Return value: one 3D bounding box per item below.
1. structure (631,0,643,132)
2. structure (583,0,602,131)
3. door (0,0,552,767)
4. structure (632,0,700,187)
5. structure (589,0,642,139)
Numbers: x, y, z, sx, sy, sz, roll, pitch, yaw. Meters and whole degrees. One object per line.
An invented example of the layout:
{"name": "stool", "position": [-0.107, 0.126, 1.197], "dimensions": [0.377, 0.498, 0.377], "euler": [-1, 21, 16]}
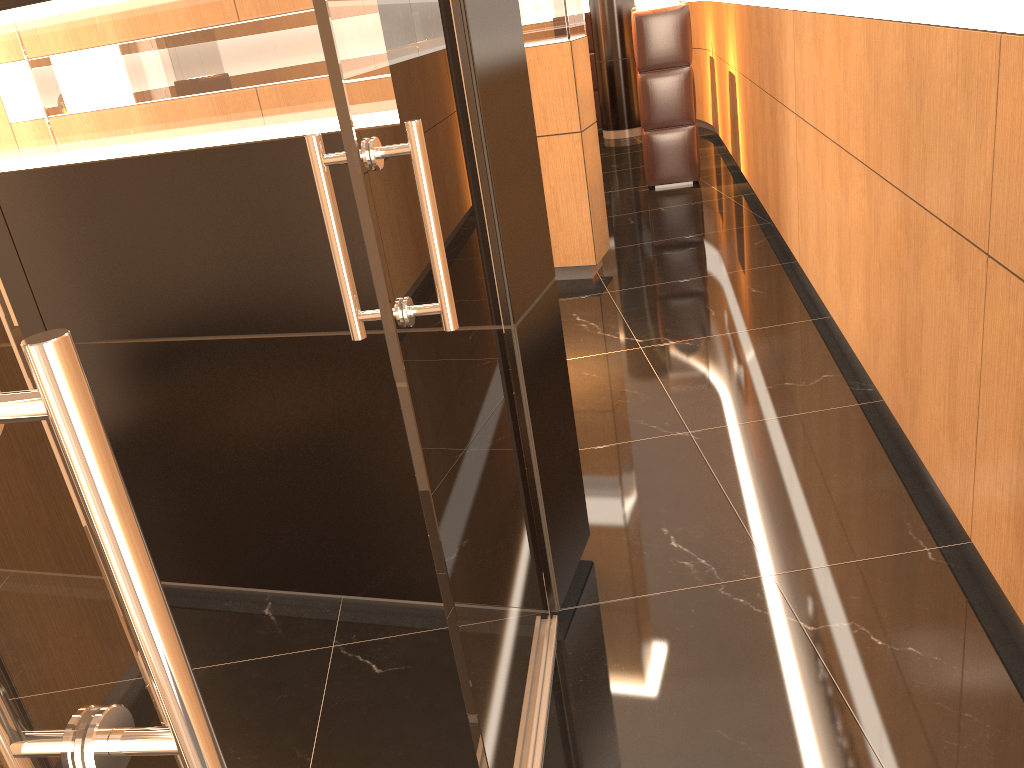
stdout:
{"name": "structure", "position": [1.588, -3.599, 9.666], "dimensions": [0.498, 2.000, 0.484], "euler": [-5, 23, 9]}
{"name": "structure", "position": [0.920, -4.397, 11.822], "dimensions": [0.484, 2.000, 0.498], "euler": [-24, 27, -32]}
{"name": "door", "position": [-0.247, -0.296, 0.828], "dimensions": [0.098, 3.285, 2.473], "euler": [-5, 23, 10]}
{"name": "structure", "position": [1.334, -2.779, 7.768], "dimensions": [0.498, 1.968, 0.484], "euler": [-5, 23, 9]}
{"name": "structure", "position": [1.224, -4.770, 10.726], "dimensions": [0.613, 3.430, 0.613], "euler": [-3, 23, 14]}
